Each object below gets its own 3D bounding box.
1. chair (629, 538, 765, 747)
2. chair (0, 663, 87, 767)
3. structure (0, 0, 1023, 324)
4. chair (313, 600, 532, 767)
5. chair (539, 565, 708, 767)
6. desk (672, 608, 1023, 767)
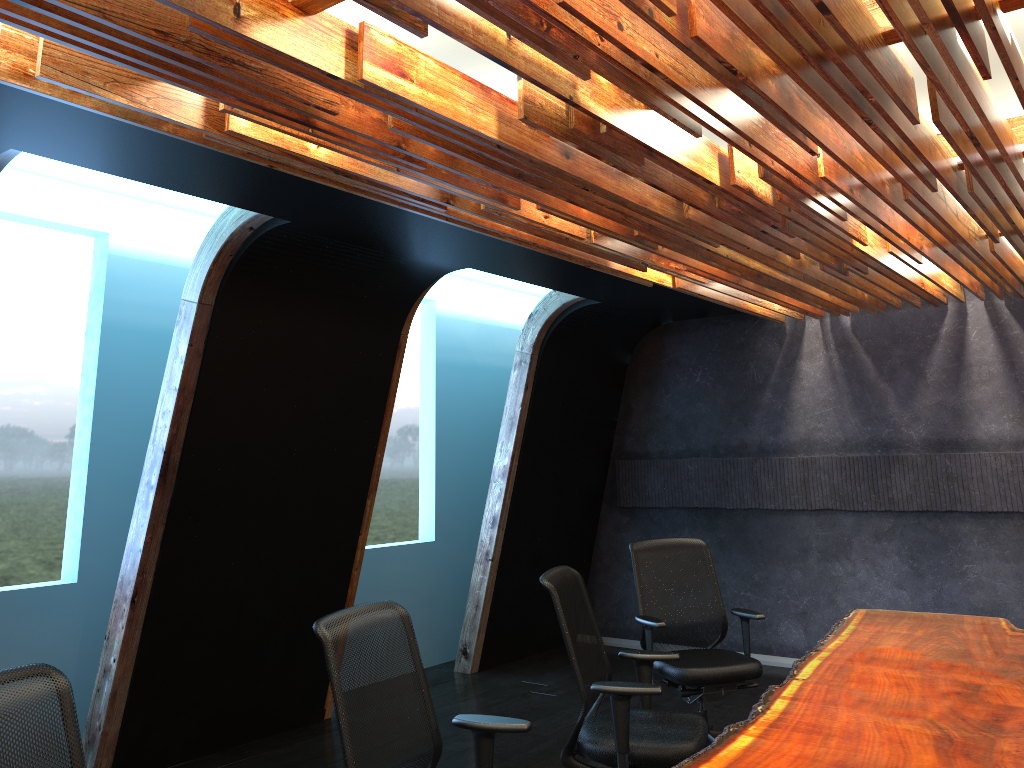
[{"bbox_3d":[1.128,1.586,5.221,0.816,1.267,0.775,3,-12,-18],"label":"chair"},{"bbox_3d":[-0.920,1.309,1.881,0.795,1.267,0.796,-3,-11,11],"label":"chair"},{"bbox_3d":[0.781,0.227,1.931,4.481,3.059,11.352,-7,-8,37],"label":"structure"},{"bbox_3d":[-0.194,1.385,2.828,0.792,1.267,0.798,-5,-12,21],"label":"chair"},{"bbox_3d":[0.573,1.471,3.895,0.794,1.267,0.797,-4,-11,16],"label":"chair"},{"bbox_3d":[0.952,1.504,2.132,2.015,0.835,6.590,-6,-7,37],"label":"desk"}]
